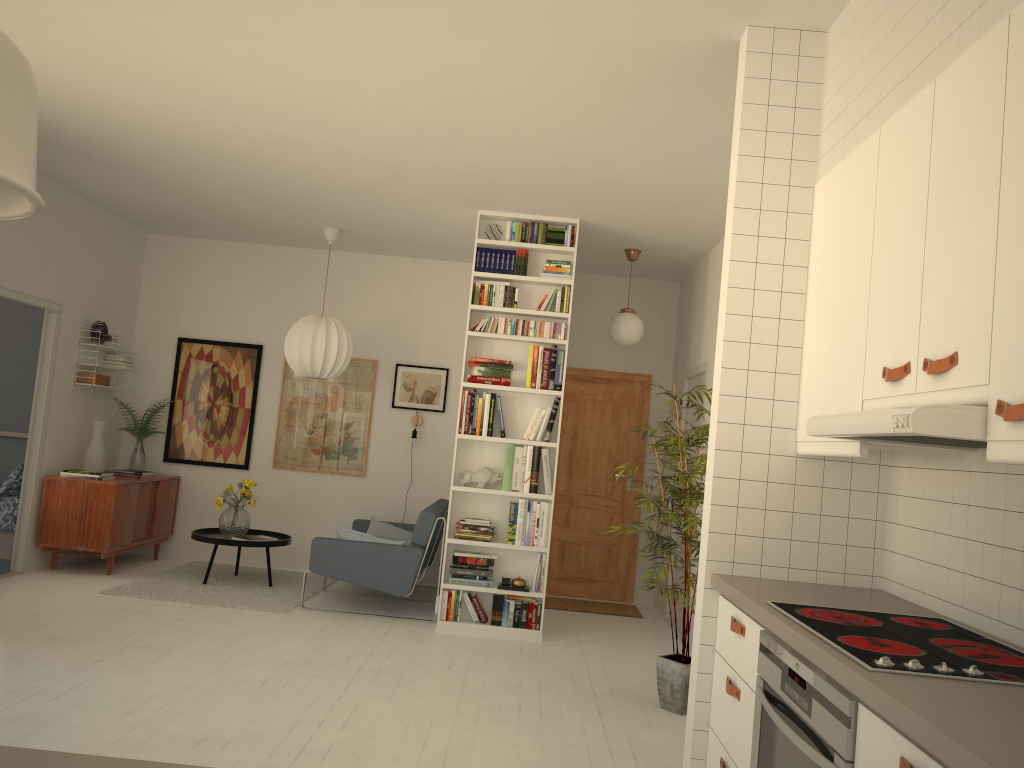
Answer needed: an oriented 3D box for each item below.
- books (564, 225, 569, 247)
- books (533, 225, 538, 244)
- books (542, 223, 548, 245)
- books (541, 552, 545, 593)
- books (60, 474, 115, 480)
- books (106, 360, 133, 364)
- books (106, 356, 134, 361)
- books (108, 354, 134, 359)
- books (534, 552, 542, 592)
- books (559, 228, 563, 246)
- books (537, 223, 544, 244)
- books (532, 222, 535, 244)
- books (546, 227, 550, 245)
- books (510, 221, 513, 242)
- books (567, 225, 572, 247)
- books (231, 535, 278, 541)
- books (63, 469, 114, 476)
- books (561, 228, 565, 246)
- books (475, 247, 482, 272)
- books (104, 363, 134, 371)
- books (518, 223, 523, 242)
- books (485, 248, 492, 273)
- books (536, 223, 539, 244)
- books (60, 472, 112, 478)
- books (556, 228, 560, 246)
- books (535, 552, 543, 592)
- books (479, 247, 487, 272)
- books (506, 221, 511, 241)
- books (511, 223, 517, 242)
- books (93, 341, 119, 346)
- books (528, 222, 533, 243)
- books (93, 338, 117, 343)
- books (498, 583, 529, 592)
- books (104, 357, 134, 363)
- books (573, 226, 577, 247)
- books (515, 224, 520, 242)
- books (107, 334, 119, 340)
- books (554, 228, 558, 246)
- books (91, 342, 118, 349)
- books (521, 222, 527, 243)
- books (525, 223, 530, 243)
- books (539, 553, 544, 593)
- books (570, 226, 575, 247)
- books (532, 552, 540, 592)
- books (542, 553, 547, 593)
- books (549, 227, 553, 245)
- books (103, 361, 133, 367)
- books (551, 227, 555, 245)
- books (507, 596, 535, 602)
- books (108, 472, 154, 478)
[{"bbox_3d":[0.380,-1.024,6.248,0.019,0.157,0.150,5,-4,1],"label":"books"},{"bbox_3d":[0.164,-1.036,6.278,0.019,0.137,0.201,5,-4,1],"label":"books"},{"bbox_3d":[0.231,-1.037,6.279,0.032,0.152,0.200,5,-4,1],"label":"books"},{"bbox_3d":[0.211,1.291,6.098,0.007,0.258,0.180,5,-4,1],"label":"books"},{"bbox_3d":[-3.283,0.717,6.868,0.320,0.020,0.237,6,-4,-3],"label":"books"},{"bbox_3d":[-3.384,-0.189,7.650,0.147,0.012,0.195,6,-4,-1],"label":"books"},{"bbox_3d":[-3.375,-0.223,7.644,0.153,0.013,0.197,5,-4,4],"label":"books"},{"bbox_3d":[-3.368,-0.236,7.643,0.147,0.016,0.195,6,-4,-1],"label":"books"},{"bbox_3d":[0.176,1.291,6.119,0.030,0.256,0.198,5,-4,1],"label":"books"},{"bbox_3d":[0.342,-1.017,6.248,0.017,0.130,0.150,5,-4,1],"label":"books"},{"bbox_3d":[0.199,-1.040,6.295,0.032,0.154,0.212,5,-4,1],"label":"books"},{"bbox_3d":[0.150,-1.046,6.289,0.012,0.158,0.220,5,-4,1],"label":"books"},{"bbox_3d":[0.254,-1.025,6.250,0.017,0.130,0.150,5,-4,1],"label":"books"},{"bbox_3d":[-0.003,-1.056,6.288,0.013,0.146,0.208,5,-4,1],"label":"books"},{"bbox_3d":[0.402,-1.021,6.285,0.020,0.156,0.229,5,-4,1],"label":"books"},{"bbox_3d":[-2.005,1.212,6.914,0.200,0.031,0.289,3,-5,35],"label":"books"},{"bbox_3d":[-3.278,0.686,6.870,0.311,0.015,0.192,5,-4,4],"label":"books"},{"bbox_3d":[0.359,-1.015,6.248,0.017,0.130,0.150,5,-4,1],"label":"books"},{"bbox_3d":[-0.236,-0.861,6.278,0.034,0.179,0.188,5,-4,1],"label":"books"},{"bbox_3d":[-3.383,-0.144,7.639,0.179,0.038,0.190,5,-4,1],"label":"books"},{"bbox_3d":[0.060,-1.047,6.290,0.018,0.141,0.206,5,-4,1],"label":"books"},{"bbox_3d":[-0.166,-0.854,6.276,0.034,0.179,0.188,5,-4,1],"label":"books"},{"bbox_3d":[0.178,-1.041,6.284,0.009,0.151,0.208,5,-4,1],"label":"books"},{"bbox_3d":[-3.291,0.700,6.869,0.296,0.015,0.240,5,-4,0],"label":"books"},{"bbox_3d":[0.324,-1.019,6.248,0.017,0.130,0.150,5,-4,1],"label":"books"},{"bbox_3d":[0.185,1.289,6.083,0.033,0.258,0.130,5,-4,1],"label":"books"},{"bbox_3d":[-0.201,-0.857,6.277,0.034,0.179,0.188,5,-4,1],"label":"books"},{"bbox_3d":[-0.022,-1.060,6.271,0.026,0.149,0.155,5,-4,1],"label":"books"},{"bbox_3d":[0.014,-1.051,6.262,0.023,0.137,0.161,5,-4,1],"label":"books"},{"bbox_3d":[-3.364,-0.342,7.348,0.158,0.019,0.131,5,-4,3],"label":"books"},{"bbox_3d":[0.132,-1.047,6.294,0.024,0.156,0.227,5,-4,1],"label":"books"},{"bbox_3d":[-3.372,-0.365,7.343,0.155,0.024,0.136,6,-4,-6],"label":"books"},{"bbox_3d":[0.011,1.388,6.047,0.215,0.023,0.130,5,-4,1],"label":"books"},{"bbox_3d":[-3.380,-0.206,7.636,0.173,0.023,0.190,5,-4,1],"label":"books"},{"bbox_3d":[0.440,-1.016,6.302,0.014,0.154,0.259,5,-4,1],"label":"books"},{"bbox_3d":[0.039,-1.043,6.304,0.025,0.131,0.253,5,-4,1],"label":"books"},{"bbox_3d":[-3.357,-0.394,7.340,0.178,0.036,0.145,6,-4,-6],"label":"books"},{"bbox_3d":[0.307,-1.020,6.249,0.017,0.130,0.150,5,-4,1],"label":"books"},{"bbox_3d":[-3.374,-0.320,7.344,0.159,0.028,0.146,6,-4,-2],"label":"books"},{"bbox_3d":[0.082,-1.048,6.271,0.028,0.147,0.192,5,-4,1],"label":"books"},{"bbox_3d":[0.108,-1.046,6.287,0.024,0.148,0.188,5,-4,1],"label":"books"},{"bbox_3d":[0.204,1.292,6.110,0.008,0.257,0.184,5,-4,1],"label":"books"},{"bbox_3d":[0.422,-1.017,6.281,0.021,0.151,0.228,5,-4,1],"label":"books"},{"bbox_3d":[0.166,1.289,6.117,0.034,0.257,0.209,5,-4,1],"label":"books"},{"bbox_3d":[0.220,1.292,6.089,0.011,0.256,0.139,5,-4,1],"label":"books"},{"bbox_3d":[0.272,-1.024,6.249,0.017,0.130,0.150,5,-4,1],"label":"books"},{"bbox_3d":[-3.386,-0.174,7.633,0.168,0.021,0.197,5,-4,4],"label":"books"},{"bbox_3d":[0.289,-1.022,6.249,0.017,0.130,0.150,5,-4,1],"label":"books"},{"bbox_3d":[0.064,1.471,6.091,0.193,0.012,0.130,5,-4,1],"label":"books"},{"bbox_3d":[-3.260,0.759,7.483,0.371,0.022,0.259,5,-4,1],"label":"books"}]
